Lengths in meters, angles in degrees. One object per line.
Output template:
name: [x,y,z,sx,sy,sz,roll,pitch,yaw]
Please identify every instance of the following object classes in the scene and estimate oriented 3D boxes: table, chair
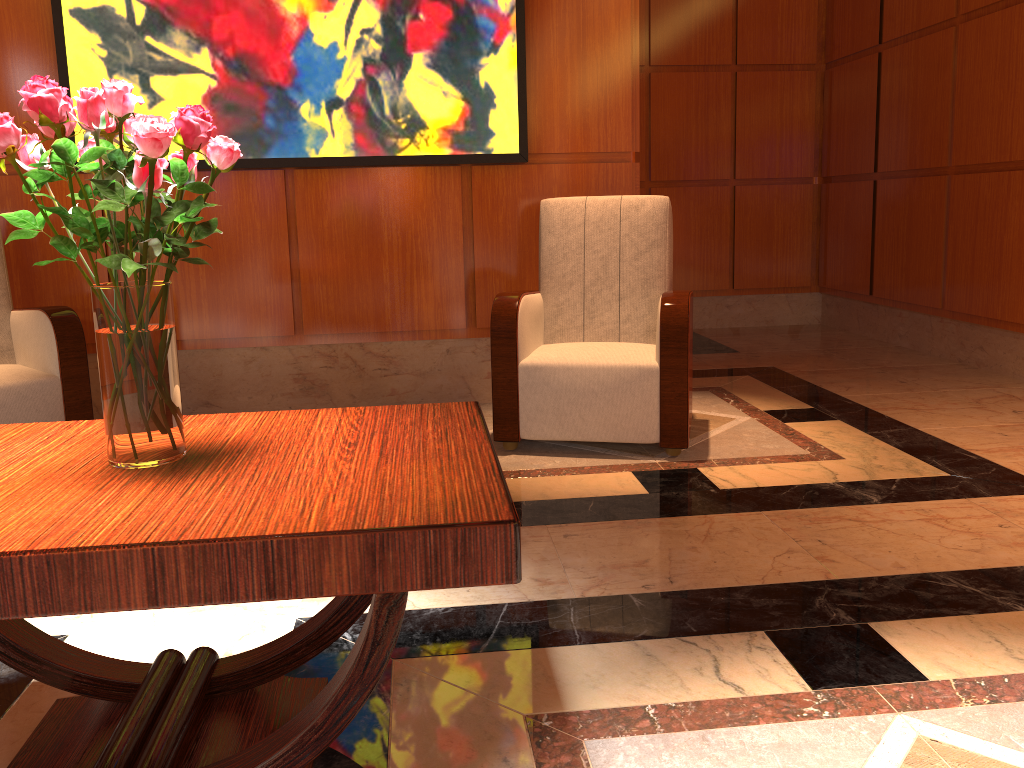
table: [-0.601,0.392,1.453,1.168,0.531,0.729,-3,11,-6]
chair: [-2.078,-0.154,3.284,0.630,0.955,0.741,7,13,42]
chair: [0.341,-0.267,3.536,0.738,0.955,0.632,1,10,13]

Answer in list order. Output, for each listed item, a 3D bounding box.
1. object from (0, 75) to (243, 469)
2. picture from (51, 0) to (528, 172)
object: [-0.605,-0.169,1.395,0.350,0.592,0.329,1,10,14]
picture: [-0.943,-1.817,3.807,1.997,1.726,0.057,-3,9,-6]
